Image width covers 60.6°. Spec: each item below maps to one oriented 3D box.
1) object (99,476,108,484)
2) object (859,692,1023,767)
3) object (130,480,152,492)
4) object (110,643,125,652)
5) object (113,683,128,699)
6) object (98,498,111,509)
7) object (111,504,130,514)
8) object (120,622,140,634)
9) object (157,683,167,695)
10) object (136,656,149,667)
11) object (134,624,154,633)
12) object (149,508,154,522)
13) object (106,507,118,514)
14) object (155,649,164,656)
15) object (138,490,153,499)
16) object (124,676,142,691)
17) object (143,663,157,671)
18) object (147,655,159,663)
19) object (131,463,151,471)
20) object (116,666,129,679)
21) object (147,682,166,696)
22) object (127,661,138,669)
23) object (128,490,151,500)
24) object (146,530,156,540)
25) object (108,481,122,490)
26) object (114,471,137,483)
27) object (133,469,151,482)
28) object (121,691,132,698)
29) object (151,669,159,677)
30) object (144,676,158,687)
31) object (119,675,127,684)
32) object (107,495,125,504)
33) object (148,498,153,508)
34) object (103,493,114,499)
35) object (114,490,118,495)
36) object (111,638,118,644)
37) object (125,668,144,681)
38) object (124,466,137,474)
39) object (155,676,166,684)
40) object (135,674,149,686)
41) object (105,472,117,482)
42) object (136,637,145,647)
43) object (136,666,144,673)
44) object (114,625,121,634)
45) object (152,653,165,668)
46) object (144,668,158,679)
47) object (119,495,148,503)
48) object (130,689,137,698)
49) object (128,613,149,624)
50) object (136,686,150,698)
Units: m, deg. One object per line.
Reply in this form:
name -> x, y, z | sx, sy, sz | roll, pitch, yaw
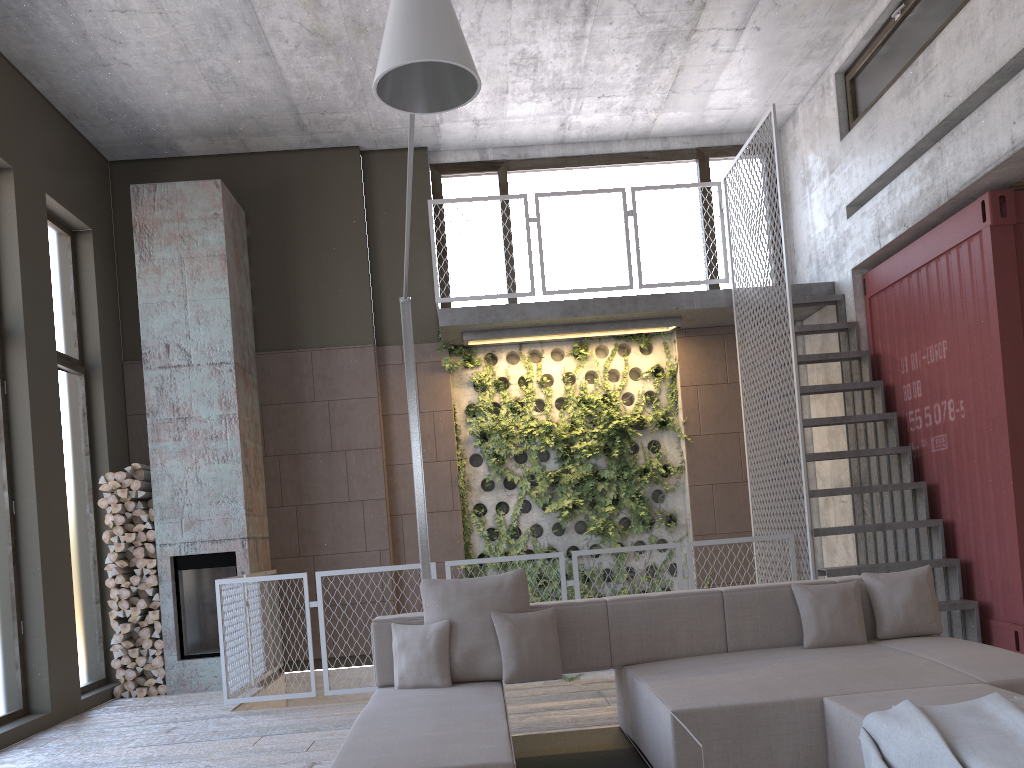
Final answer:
object -> -3.611, 0.876, 7.914 | 0.067, 0.068, 0.429 | -4, -9, -4
object -> 1.503, 1.198, 2.318 | 1.048, 0.498, 1.611 | -7, -9, 16
object -> -3.321, 0.926, 7.929 | 0.093, 0.092, 0.443 | -4, -9, -4
object -> -3.497, 2.358, 7.917 | 0.122, 0.067, 0.368 | -4, -9, -4
object -> -3.484, 2.744, 7.889 | 0.064, 0.124, 0.369 | -4, -9, -4
object -> -3.599, 1.084, 7.908 | 0.091, 0.091, 0.443 | -4, -9, -4
object -> -3.475, 1.128, 7.914 | 0.093, 0.082, 0.486 | -4, -9, -4
object -> -3.389, 2.178, 7.897 | 0.093, 0.082, 0.486 | -4, -9, -4
object -> -3.094, 2.735, 7.954 | 0.091, 0.091, 0.443 | -4, -9, -4
object -> -3.272, 2.477, 7.922 | 0.090, 0.088, 0.461 | -4, -9, -5
object -> -3.321, 2.199, 7.932 | 0.064, 0.073, 0.364 | -4, -9, -1
object -> -3.206, 1.191, 7.971 | 0.063, 0.124, 0.369 | -4, -9, -4
object -> -3.549, 1.144, 7.913 | 0.067, 0.066, 0.428 | -4, -9, -4
object -> -3.118, 2.386, 7.839 | 0.063, 0.047, 0.254 | -4, -9, -4
object -> -3.274, 1.002, 7.936 | 0.066, 0.067, 0.428 | -4, -9, -4
object -> -3.381, 2.694, 7.937 | 0.092, 0.092, 0.443 | -4, -9, -4
object -> -3.202, 2.529, 7.926 | 0.122, 0.067, 0.368 | -4, -9, -2
object -> -3.204, 2.467, 7.954 | 0.067, 0.070, 0.429 | -4, -9, -4
object -> -3.356, 0.760, 7.975 | 0.087, 0.055, 0.337 | -4, -9, -4
object -> -3.460, 2.586, 7.906 | 0.101, 0.101, 0.296 | -4, -9, -2
object -> -3.180, 2.750, 7.955 | 0.090, 0.088, 0.461 | -4, -9, -4
object -> -3.365, 2.511, 7.898 | 0.089, 0.056, 0.337 | -4, -9, -4
object -> -3.354, 1.009, 7.932 | 0.067, 0.066, 0.428 | -4, -9, -4
object -> -3.202, 1.374, 7.977 | 0.091, 0.091, 0.443 | -4, -9, -4
object -> -3.499, 0.924, 7.906 | 0.113, 0.079, 0.441 | -4, -9, -4
object -> -3.455, 0.846, 7.865 | 0.104, 0.102, 0.296 | -4, -9, -4
object -> -3.349, 0.842, 8.004 | 0.099, 0.106, 0.298 | -4, -9, -2
object -> -3.418, 2.773, 7.928 | 0.067, 0.066, 0.428 | -4, -9, -4
object -> -3.162, 2.594, 7.938 | 0.066, 0.084, 0.431 | -4, -9, -5
object -> -3.203, 2.680, 7.960 | 0.114, 0.078, 0.441 | -4, -9, -4
object -> -3.435, 2.618, 7.822 | 0.045, 0.072, 0.254 | -4, -9, -4
object -> -3.514, 1.052, 7.908 | 0.091, 0.088, 0.461 | -4, -9, -4
object -> -3.235, 1.101, 8.043 | 0.100, 0.101, 0.296 | -4, -9, -2
object -> -3.579, 1.018, 7.927 | 0.066, 0.085, 0.431 | -4, -9, -5
object -> -3.526, 0.999, 8.014 | 0.071, 0.070, 0.428 | -4, -9, -4
object -> -3.513, 2.296, 7.945 | 0.067, 0.070, 0.429 | -4, -9, -2
object -> -3.363, 2.581, 7.866 | 0.098, 0.106, 0.298 | -4, -9, -2
object -> -3.413, 0.797, 7.946 | 0.065, 0.072, 0.364 | -4, -9, -5
object -> -3.128, 2.647, 7.945 | 0.071, 0.072, 0.428 | -4, -9, -4
object -> -3.306, 2.677, 7.967 | 0.101, 0.085, 0.368 | -4, -9, -4
object -> -3.550, 0.861, 7.946 | 0.090, 0.089, 0.461 | -4, -9, -5
object -> -3.302, 2.324, 7.974 | 0.101, 0.085, 0.367 | -4, -9, -2
object -> -3.303, 2.550, 7.925 | 0.064, 0.073, 0.364 | -4, -9, -5
object -> -3.464, 2.194, 7.895 | 0.067, 0.066, 0.428 | -4, -9, -4
object -> -3.120, 2.461, 7.838 | 0.101, 0.101, 0.296 | -4, -9, -4
object -> -3.254, 2.621, 8.004 | 0.104, 0.101, 0.296 | -4, -9, -4
object -> -3.415, 1.055, 7.942 | 0.114, 0.078, 0.441 | -4, -9, -4
object -> -3.338, 2.769, 7.931 | 0.067, 0.066, 0.428 | -4, -9, -4
object -> -3.329, 2.105, 7.924 | 0.114, 0.078, 0.441 | -4, -9, -4
object -> -3.263, 2.753, 7.932 | 0.093, 0.082, 0.486 | -4, -9, -4
